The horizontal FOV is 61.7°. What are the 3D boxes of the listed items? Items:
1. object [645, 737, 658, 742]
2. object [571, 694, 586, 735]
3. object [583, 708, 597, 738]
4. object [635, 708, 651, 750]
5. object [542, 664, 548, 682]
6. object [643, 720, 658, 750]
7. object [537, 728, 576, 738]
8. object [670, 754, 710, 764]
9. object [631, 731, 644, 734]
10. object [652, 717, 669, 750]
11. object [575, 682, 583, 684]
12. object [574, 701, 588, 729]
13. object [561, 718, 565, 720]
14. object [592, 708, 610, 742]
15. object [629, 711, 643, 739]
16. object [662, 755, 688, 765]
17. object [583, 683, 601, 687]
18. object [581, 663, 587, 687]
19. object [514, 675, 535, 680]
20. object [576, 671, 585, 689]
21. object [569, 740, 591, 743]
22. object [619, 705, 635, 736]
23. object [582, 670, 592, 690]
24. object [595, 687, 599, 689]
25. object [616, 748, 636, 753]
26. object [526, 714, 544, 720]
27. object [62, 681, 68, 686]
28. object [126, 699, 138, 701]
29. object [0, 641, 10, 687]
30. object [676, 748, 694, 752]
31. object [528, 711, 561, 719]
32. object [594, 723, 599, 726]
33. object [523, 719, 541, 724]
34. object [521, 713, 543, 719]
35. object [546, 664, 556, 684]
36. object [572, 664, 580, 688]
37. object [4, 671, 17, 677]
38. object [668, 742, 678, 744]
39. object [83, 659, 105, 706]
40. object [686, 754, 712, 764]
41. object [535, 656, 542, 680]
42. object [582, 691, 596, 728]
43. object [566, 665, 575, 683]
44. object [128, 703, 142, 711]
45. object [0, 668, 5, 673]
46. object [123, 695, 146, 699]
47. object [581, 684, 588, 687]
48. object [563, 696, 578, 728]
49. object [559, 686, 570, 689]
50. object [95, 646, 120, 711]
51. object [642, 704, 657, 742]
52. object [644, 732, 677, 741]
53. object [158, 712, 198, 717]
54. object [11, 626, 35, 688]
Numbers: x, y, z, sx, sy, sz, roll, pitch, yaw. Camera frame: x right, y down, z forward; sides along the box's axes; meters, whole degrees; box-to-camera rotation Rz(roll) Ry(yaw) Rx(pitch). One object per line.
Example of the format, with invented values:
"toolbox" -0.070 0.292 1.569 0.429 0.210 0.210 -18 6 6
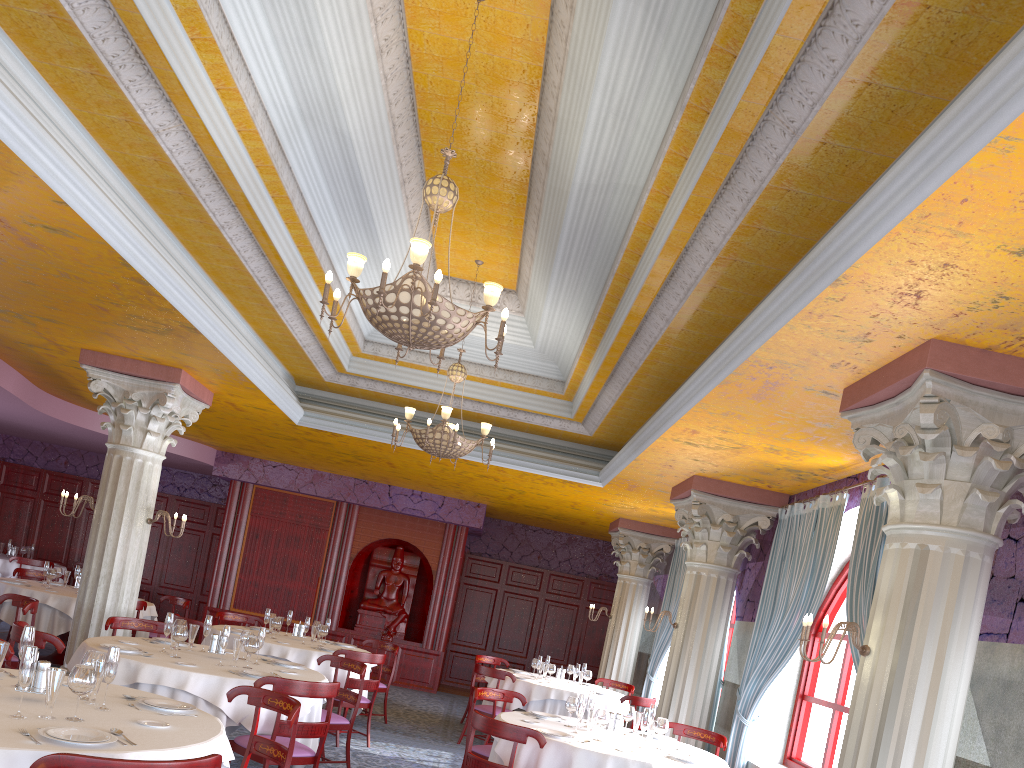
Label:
"object" 1.250 3.192 7.700 0.137 0.010 0.031 -4 -19 45
"object" 0.556 2.737 7.106 0.073 0.333 0.075 11 0 13
"object" 0.645 2.784 7.025 0.084 0.235 0.088 11 -1 24
"object" 1.072 2.804 6.969 0.072 0.333 0.076 11 0 35
"object" 0.454 3.986 11.807 0.087 0.235 0.085 12 -1 -21
"object" 1.143 2.893 7.069 0.087 0.235 0.085 12 -1 -21
"object" 0.345 2.756 6.735 0.313 0.024 0.322 11 -14 -1
"object" 1.408 2.980 6.786 0.313 0.024 0.322 11 -14 -1
"object" 1.184 3.249 7.985 0.054 0.019 0.267 -2 -19 46
"object" 1.235 2.917 7.143 0.125 0.262 0.120 13 -3 -32
"object" 0.993 4.451 12.766 0.054 0.019 0.267 -2 -19 46
"object" 0.602 2.907 7.533 0.086 0.235 0.086 11 -1 2
"object" 0.433 3.092 7.938 0.229 0.013 0.028 -3 -18 43
"object" 0.719 2.761 6.934 0.125 0.262 0.120 13 -3 -32
"object" 1.100 3.017 7.577 0.084 0.235 0.088 11 -1 24
"object" 1.269 2.927 6.666 0.229 0.013 0.028 -3 -18 43
"object" 1.168 4.453 12.650 0.313 0.024 0.322 11 -14 -1
"object" 1.017 4.169 12.277 0.072 0.333 0.076 11 0 35
"object" 0.154 3.958 11.516 0.313 0.024 0.322 11 -14 -1
"object" 0.952 4.096 11.851 0.087 0.235 0.085 12 -1 -21
"object" 0.519 2.763 6.619 0.054 0.019 0.267 -2 -19 46
"object" 1.031 3.013 7.668 0.123 0.262 0.122 12 -2 -10
"object" 1.044 4.119 11.924 0.121 0.262 0.125 11 -2 13
"object" 1.285 4.446 12.511 0.027 0.013 0.242 1 -18 42
"object" 0.886 2.848 6.646 0.156 0.009 0.166 0 -18 38
"object" 0.204 2.982 7.670 0.250 0.003 0.023 -2 -19 42
"object" -2.524 1.728 4.923 0.156 0.009 0.165 6 -15 18
"object" -2.079 1.811 4.893 0.022 0.003 0.264 -1 -19 41
"object" -2.689 1.461 4.465 0.086 0.235 0.086 11 -1 2
"object" 1.487 3.157 7.380 0.165 0.009 0.157 23 -19 -39
"object" 0.297 3.028 7.818 0.323 0.024 0.313 20 -16 -30
"object" 0.768 3.174 7.992 0.156 0.009 0.166 3 -16 28
"object" 0.166 2.864 7.257 0.159 0.009 0.163 11 -14 -1
"object" 0.182 2.961 7.640 0.057 0.019 0.254 22 -18 -39
"object" 0.529 3.963 11.715 0.125 0.262 0.120 13 -3 -32
"object" 0.881 4.006 11.750 0.072 0.333 0.076 11 0 35
"object" -2.859 1.646 4.870 0.229 0.013 0.028 -3 -18 43
"object" 1.476 3.244 7.730 0.027 0.013 0.242 1 -18 42
"object" -2.191 1.571 4.509 0.088 0.235 0.084 12 -2 -43
"object" 1.521 3.050 6.964 0.057 0.019 0.254 22 -18 -39
"object" 0.365 3.940 11.887 0.072 0.333 0.076 11 0 35
"object" 0.692 2.901 7.633 0.076 0.333 0.072 11 0 -32
"object" 0.840 4.215 12.449 0.123 0.262 0.122 12 -2 -10
"object" -2.041 1.747 4.632 0.137 0.010 0.031 -4 -19 45
"object" -2.995 1.582 4.750 0.313 0.024 0.322 11 -14 -1
"object" -2.107 1.803 4.917 0.054 0.019 0.267 -2 -19 46
"object" 1.059 4.394 12.481 0.137 0.010 0.031 -4 -19 45
"object" 0.515 2.857 7.459 0.121 0.262 0.125 11 -2 13
"object" 0.695 4.050 11.427 0.156 0.009 0.166 0 -18 38
"object" -2.083 1.521 4.427 0.072 0.333 0.076 11 0 35
"object" 1.208 2.967 7.495 0.075 0.333 0.073 11 0 -10
"object" 1.359 3.251 7.869 0.313 0.024 0.322 11 -14 -1
"object" -1.816 1.798 4.661 0.027 0.013 0.242 1 -18 42
"object" -2.600 1.455 4.565 0.072 0.333 0.076 11 0 35
